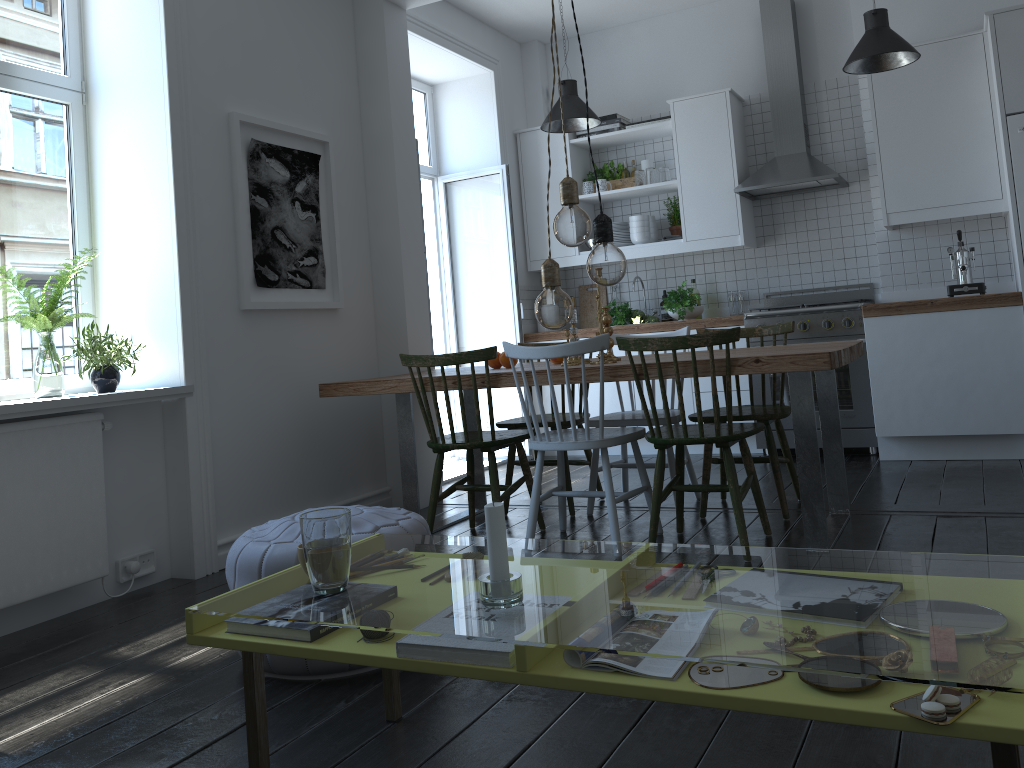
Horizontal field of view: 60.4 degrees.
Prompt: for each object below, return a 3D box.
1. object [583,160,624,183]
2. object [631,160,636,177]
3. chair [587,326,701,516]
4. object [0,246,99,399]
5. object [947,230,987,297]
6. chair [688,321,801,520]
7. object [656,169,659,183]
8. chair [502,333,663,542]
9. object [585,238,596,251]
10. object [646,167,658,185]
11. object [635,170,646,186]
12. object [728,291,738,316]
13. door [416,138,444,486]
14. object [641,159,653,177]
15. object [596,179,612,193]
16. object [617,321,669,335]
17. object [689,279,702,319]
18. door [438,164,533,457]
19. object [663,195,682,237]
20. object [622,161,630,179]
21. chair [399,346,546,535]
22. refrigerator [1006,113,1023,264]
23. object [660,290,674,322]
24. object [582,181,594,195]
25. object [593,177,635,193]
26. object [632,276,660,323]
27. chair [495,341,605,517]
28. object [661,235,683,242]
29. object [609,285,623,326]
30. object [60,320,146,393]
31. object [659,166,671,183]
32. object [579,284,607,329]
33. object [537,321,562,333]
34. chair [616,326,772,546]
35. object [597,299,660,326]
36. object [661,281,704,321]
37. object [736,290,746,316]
[{"bbox_3d":[0.672,-1.505,6.461,0.346,0.256,0.163,-5,-2,18],"label":"object"},{"bbox_3d":[0.889,-1.508,6.381,0.055,0.235,0.056,-7,-4,31],"label":"object"},{"bbox_3d":[0.632,0.161,4.245,0.464,0.848,0.510,-6,-2,28],"label":"chair"},{"bbox_3d":[-1.778,-0.231,3.397,0.393,0.570,0.326,-4,-2,-9],"label":"object"},{"bbox_3d":[2.568,-0.682,5.010,0.205,0.372,0.354,-6,-1,28],"label":"object"},{"bbox_3d":[1.059,0.146,4.004,0.465,0.833,0.485,-6,-2,26],"label":"chair"},{"bbox_3d":[1.002,-1.438,6.158,0.086,0.120,0.085,-5,-2,-4],"label":"object"},{"bbox_3d":[0.270,0.227,3.534,0.464,0.848,0.510,-6,-2,28],"label":"chair"},{"bbox_3d":[0.587,-1.012,6.254,0.208,0.135,0.102,-4,-1,40],"label":"object"},{"bbox_3d":[0.961,-1.430,6.077,0.086,0.120,0.085,-3,-2,-39],"label":"object"},{"bbox_3d":[0.893,-1.427,6.130,0.086,0.120,0.085,-3,-2,-39],"label":"object"},{"bbox_3d":[1.522,-0.553,6.070,0.059,0.174,0.059,-7,-4,41],"label":"object"},{"bbox_3d":[-0.730,-0.412,5.192,0.582,2.040,0.105,-7,-4,33],"label":"door"},{"bbox_3d":[0.978,-1.495,6.324,0.084,0.224,0.085,-7,-4,35],"label":"object"},{"bbox_3d":[0.651,-1.405,6.274,0.108,0.101,0.083,-5,-1,17],"label":"object"},{"bbox_3d":[0.877,-0.363,6.142,0.370,0.112,0.355,-3,3,28],"label":"object"},{"bbox_3d":[1.277,-0.592,6.147,0.066,0.284,0.066,-6,-4,23],"label":"object"},{"bbox_3d":[-0.205,-0.506,6.194,0.583,2.040,0.104,-6,-4,22],"label":"door"},{"bbox_3d":[1.174,-1.173,6.216,0.171,0.368,0.164,-3,-3,-25],"label":"object"},{"bbox_3d":[0.825,-1.498,6.365,0.060,0.226,0.059,-5,-3,11],"label":"object"},{"bbox_3d":[-0.155,0.258,3.774,0.465,0.833,0.485,-6,-2,26],"label":"chair"},{"bbox_3d":[3.067,-0.545,4.703,0.573,1.814,0.680,-6,-3,28],"label":"refrigerator"},{"bbox_3d":[1.100,-0.555,6.285,0.085,0.232,0.084,-4,-3,-7],"label":"object"},{"bbox_3d":[0.550,-1.400,6.345,0.083,0.101,0.108,-5,0,-3],"label":"object"},{"bbox_3d":[0.745,-1.422,6.420,0.391,0.104,0.153,-3,1,27],"label":"object"},{"bbox_3d":[0.951,-0.595,6.272,0.188,0.355,0.273,-5,-1,4],"label":"object"},{"bbox_3d":[0.191,0.195,4.433,0.465,0.833,0.485,-6,-2,26],"label":"chair"},{"bbox_3d":[1.116,-1.000,6.092,0.245,0.042,0.277,-4,3,20],"label":"object"},{"bbox_3d":[0.760,-0.581,6.468,0.097,0.320,0.098,-6,-4,28],"label":"object"},{"bbox_3d":[-1.597,-0.114,3.471,0.284,0.297,0.285,-5,-1,32],"label":"object"},{"bbox_3d":[1.054,-1.439,6.089,0.086,0.120,0.085,-5,-2,-4],"label":"object"},{"bbox_3d":[0.608,-0.581,6.582,0.219,0.332,0.040,-6,-4,27],"label":"object"},{"bbox_3d":[0.270,-0.484,6.421,0.173,0.209,0.174,-5,-1,32],"label":"object"},{"bbox_3d":[0.712,0.208,3.345,0.465,0.833,0.485,-6,-2,26],"label":"chair"},{"bbox_3d":[0.815,-0.446,6.103,0.469,0.310,0.283,-5,-1,0],"label":"object"},{"bbox_3d":[1.152,-0.563,5.954,0.270,0.271,0.338,-5,0,18],"label":"object"},{"bbox_3d":[1.567,-0.554,6.023,0.059,0.174,0.059,-7,-4,41],"label":"object"}]
